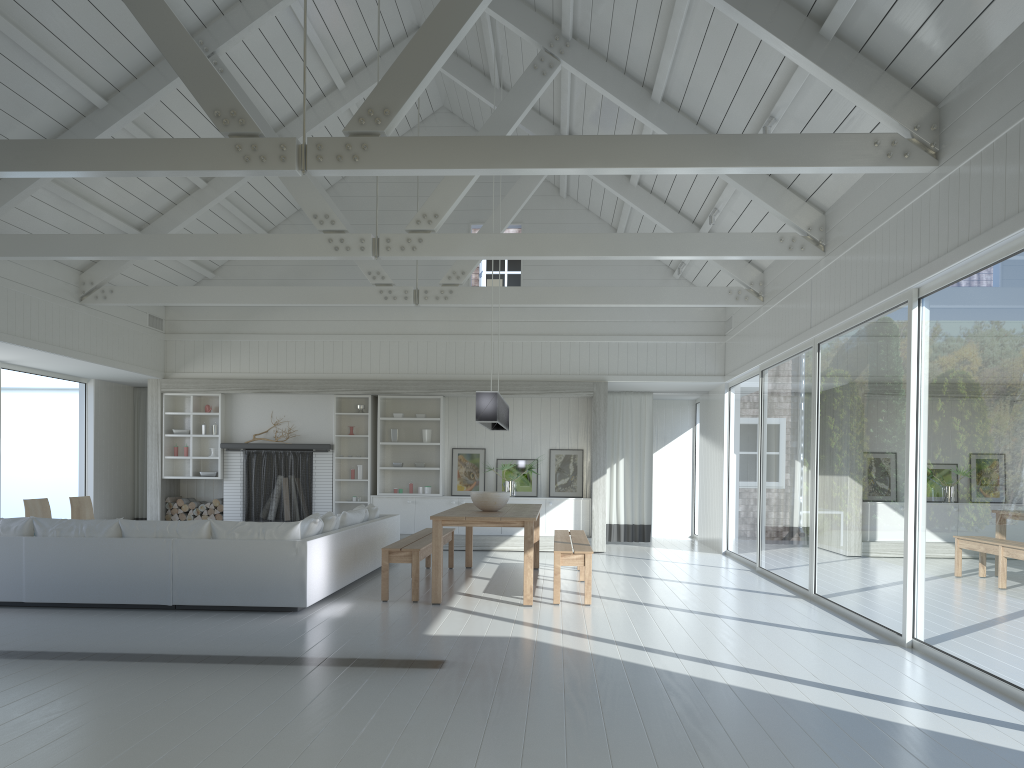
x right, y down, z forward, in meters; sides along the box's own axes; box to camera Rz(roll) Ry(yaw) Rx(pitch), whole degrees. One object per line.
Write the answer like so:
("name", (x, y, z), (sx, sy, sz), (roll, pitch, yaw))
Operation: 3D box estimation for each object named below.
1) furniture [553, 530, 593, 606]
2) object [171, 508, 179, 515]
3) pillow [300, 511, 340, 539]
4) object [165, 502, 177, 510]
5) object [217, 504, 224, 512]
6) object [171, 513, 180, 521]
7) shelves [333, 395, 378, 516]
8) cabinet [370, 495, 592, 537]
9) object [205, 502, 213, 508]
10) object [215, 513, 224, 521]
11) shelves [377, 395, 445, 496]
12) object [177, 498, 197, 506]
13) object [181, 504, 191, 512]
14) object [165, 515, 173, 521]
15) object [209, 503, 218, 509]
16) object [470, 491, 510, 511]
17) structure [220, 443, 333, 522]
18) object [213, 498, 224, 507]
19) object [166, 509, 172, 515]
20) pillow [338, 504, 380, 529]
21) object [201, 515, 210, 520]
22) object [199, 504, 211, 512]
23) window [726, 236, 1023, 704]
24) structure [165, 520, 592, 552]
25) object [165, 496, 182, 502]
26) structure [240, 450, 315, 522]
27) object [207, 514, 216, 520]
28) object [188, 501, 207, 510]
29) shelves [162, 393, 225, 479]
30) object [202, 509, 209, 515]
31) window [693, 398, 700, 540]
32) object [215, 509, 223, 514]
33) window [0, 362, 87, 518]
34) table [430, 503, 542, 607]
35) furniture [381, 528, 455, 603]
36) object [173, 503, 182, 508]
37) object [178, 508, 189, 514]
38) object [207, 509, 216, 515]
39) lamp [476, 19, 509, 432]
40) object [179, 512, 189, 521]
("furniture", (0.594, 1.807, 8.928), (0.340, 0.471, 2.687), (1, -5, 3))
("object", (-4.930, 1.892, 13.138), (0.109, 0.109, 0.495), (1, -5, 1))
("pillow", (-1.877, 1.461, 8.308), (0.466, 0.477, 1.321), (1, -5, -6))
("object", (-5.013, 1.806, 13.141), (0.109, 0.109, 0.495), (1, -5, 1))
("object", (-4.246, 1.836, 13.103), (0.109, 0.109, 0.495), (1, -5, 1))
("object", (-4.914, 1.984, 13.155), (0.134, 0.147, 0.549), (1, -5, 3))
("shelves", (-2.300, 1.187, 13.037), (0.540, 2.002, 0.604), (1, 0, 3))
("cabinet", (-0.444, 1.922, 12.930), (3.181, 0.551, 0.654), (0, -3, 3))
("object", (-4.438, 1.792, 13.099), (0.086, 0.091, 0.480), (1, -5, 2))
("object", (-4.269, 1.971, 13.107), (0.110, 0.111, 0.495), (1, -5, 1))
("shelves", (-1.455, 0.916, 12.991), (0.939, 1.445, 0.605), (1, 0, 3))
("object", (-4.843, 1.759, 13.133), (0.110, 0.111, 0.495), (1, -5, 1))
("object", (-4.774, 1.838, 13.130), (0.109, 0.109, 0.495), (1, -5, 1))
("object", (-5.017, 1.988, 13.152), (0.108, 0.106, 0.516), (1, -5, 1))
("object", (-4.374, 1.803, 13.096), (0.080, 0.080, 0.479), (1, -5, 1))
("object", (-0.213, 1.139, 8.542), (0.389, 0.185, 0.390), (1, -4, -6))
("structure", (-3.385, 1.537, 13.080), (1.616, 1.288, 0.860), (1, -1, 3))
("object", (-4.308, 1.756, 13.106), (0.110, 0.111, 0.495), (1, -5, 1))
("object", (-5.016, 1.894, 13.130), (0.080, 0.080, 0.479), (1, -5, 1))
("pillow", (-1.755, 1.623, 9.968), (0.462, 0.477, 2.062), (1, -5, -5))
("object", (-4.474, 1.991, 13.125), (0.108, 0.106, 0.516), (1, -5, 1))
("object", (-4.517, 1.831, 13.117), (0.109, 0.109, 0.495), (1, -5, 1))
("window", (2.761, 0.677, 7.032), (0.080, 2.418, 10.955), (1, -5, 3))
("structure", (-2.011, 2.247, 13.318), (6.348, 0.346, 1.887), (0, -5, 3))
("object", (-5.029, 1.715, 13.128), (0.080, 0.080, 0.479), (1, -5, 1))
("structure", (-3.402, 1.480, 12.725), (1.097, 1.065, 0.116), (1, 1, 3))
("object", (-4.372, 1.987, 13.128), (0.134, 0.147, 0.549), (1, -5, 3))
("object", (-4.670, 1.804, 13.124), (0.109, 0.109, 0.495), (1, -5, 1))
("shelves", (-4.621, 0.779, 13.020), (0.865, 1.241, 0.549), (1, 0, 3))
("object", (-4.473, 1.898, 13.102), (0.080, 0.080, 0.479), (1, -5, 1))
("window", (3.195, 1.453, 15.060), (0.038, 2.431, 0.945), (1, 0, 3))
("object", (-4.295, 1.887, 13.100), (0.080, 0.080, 0.479), (1, -5, 1))
("window", (-6.427, 0.723, 8.600), (0.080, 2.418, 8.736), (1, -5, 3))
("table", (-0.177, 1.656, 8.971), (0.906, 0.762, 2.956), (1, -5, 3))
("furniture", (-0.902, 1.797, 9.004), (0.340, 0.471, 2.687), (1, -5, 3))
("object", (-4.917, 1.800, 13.123), (0.080, 0.080, 0.479), (1, -5, 1))
("object", (-4.837, 1.883, 13.127), (0.080, 0.080, 0.479), (1, -5, 1))
("object", (-4.387, 1.895, 13.111), (0.109, 0.109, 0.495), (1, -5, 1))
("lamp", (-0.157, -1.685, 8.871), (0.200, 4.247, 1.906), (1, 0, 3))
("object", (-4.812, 1.968, 13.134), (0.110, 0.111, 0.495), (1, -5, 1))
